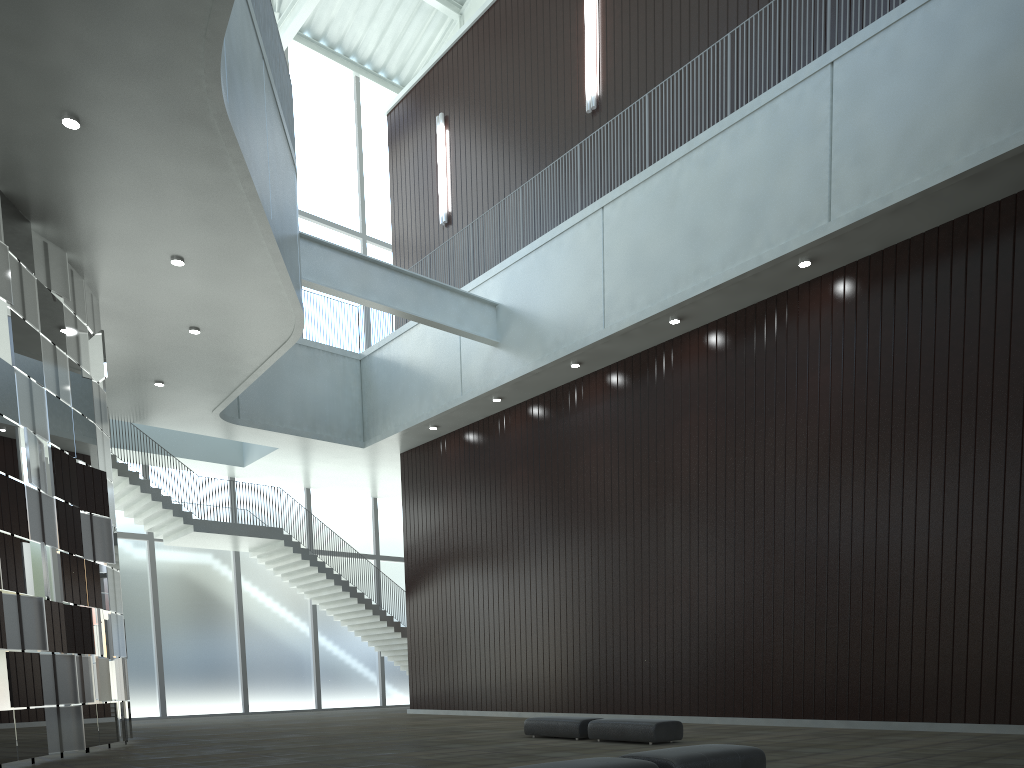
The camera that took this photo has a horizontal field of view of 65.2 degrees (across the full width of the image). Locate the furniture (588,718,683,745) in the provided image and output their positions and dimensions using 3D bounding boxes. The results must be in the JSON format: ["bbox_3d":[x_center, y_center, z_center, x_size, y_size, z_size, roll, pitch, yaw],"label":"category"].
[{"bbox_3d":[5.576,15.795,36.440,2.157,1.055,4.159,10,-22,-38],"label":"furniture"}]

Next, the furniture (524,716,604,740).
[{"bbox_3d":[2.653,17.128,39.883,2.157,1.055,4.159,10,-22,-38],"label":"furniture"}]

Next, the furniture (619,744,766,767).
[{"bbox_3d":[4.874,10.409,21.676,4.074,1.059,2.201,14,-21,-39],"label":"furniture"}]

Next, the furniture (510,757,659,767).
[{"bbox_3d":[1.420,9.435,18.779,4.074,1.059,2.201,14,-21,-39],"label":"furniture"}]
